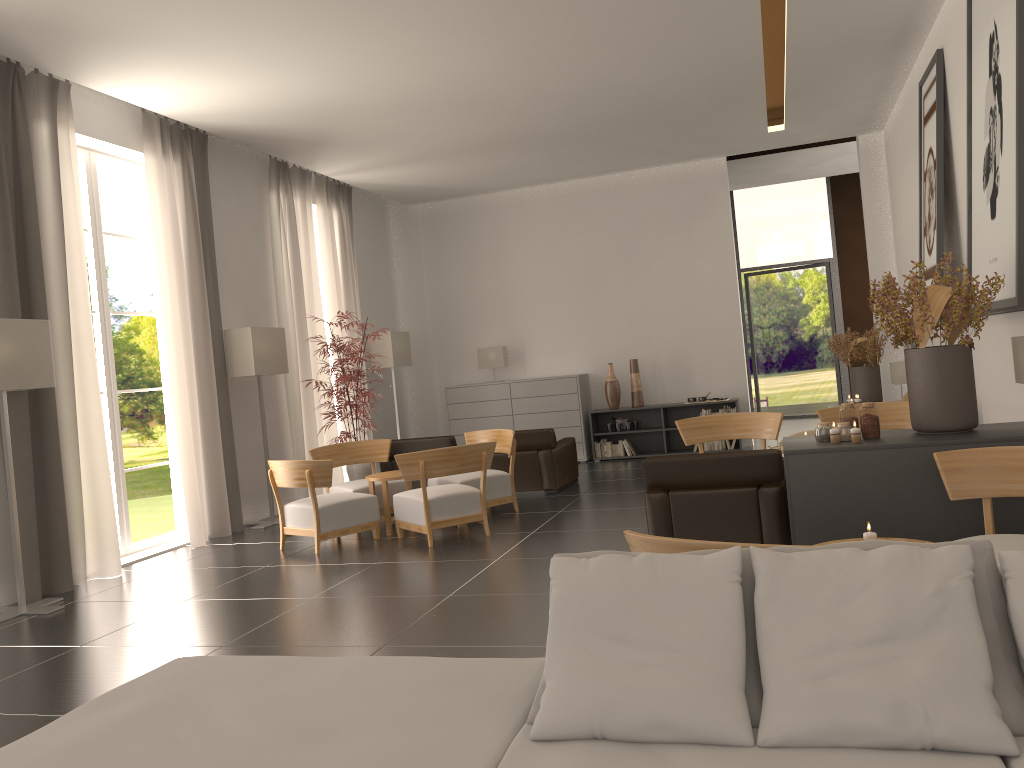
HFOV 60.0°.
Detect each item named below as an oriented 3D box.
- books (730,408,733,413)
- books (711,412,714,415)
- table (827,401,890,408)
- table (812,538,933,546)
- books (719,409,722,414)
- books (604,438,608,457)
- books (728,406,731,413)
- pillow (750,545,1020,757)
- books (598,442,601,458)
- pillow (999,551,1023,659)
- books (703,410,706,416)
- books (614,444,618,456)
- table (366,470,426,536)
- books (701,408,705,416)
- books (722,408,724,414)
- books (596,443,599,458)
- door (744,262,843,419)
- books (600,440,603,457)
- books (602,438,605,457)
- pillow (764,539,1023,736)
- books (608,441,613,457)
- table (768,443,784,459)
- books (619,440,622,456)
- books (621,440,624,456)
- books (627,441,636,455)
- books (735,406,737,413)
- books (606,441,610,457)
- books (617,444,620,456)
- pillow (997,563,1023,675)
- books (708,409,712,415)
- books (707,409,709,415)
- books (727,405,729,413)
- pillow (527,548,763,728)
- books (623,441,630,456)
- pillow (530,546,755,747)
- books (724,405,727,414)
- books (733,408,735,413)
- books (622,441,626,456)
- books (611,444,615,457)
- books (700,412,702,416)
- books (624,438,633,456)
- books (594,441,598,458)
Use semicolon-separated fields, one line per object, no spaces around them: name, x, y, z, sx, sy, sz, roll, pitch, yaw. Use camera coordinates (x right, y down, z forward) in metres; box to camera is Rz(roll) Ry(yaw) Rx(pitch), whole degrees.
books;4.525;0.652;18.200;0.039;0.313;0.246;-5;0;17
books;4.171;0.715;18.350;0.054;0.249;0.167;-5;0;17
table;6.683;0.812;16.215;1.599;0.840;1.601;-5;1;17
table;2.244;1.427;5.400;0.869;0.803;0.870;-5;0;9
books;4.316;0.672;18.265;0.054;0.311;0.244;-5;0;17
books;2.025;1.364;18.983;0.039;0.384;0.233;-5;0;17
books;4.489;0.632;18.229;0.039;0.358;0.210;-5;0;17
pillow;1.274;0.913;3.169;0.801;0.595;0.596;-5;0;17
books;1.902;1.411;19.015;0.039;0.313;0.246;-5;0;17
pillow;2.101;0.845;2.926;0.796;0.580;0.626;-5;0;18
books;3.976;0.698;18.364;0.130;0.322;0.252;-5;0;17
books;2.231;1.413;18.956;0.054;0.249;0.167;-5;0;17
table;-1.615;1.677;12.659;0.869;0.803;0.870;-5;1;39
books;3.942;0.685;18.383;0.138;0.354;0.236;-5;0;17
books;4.362;0.664;18.255;0.039;0.318;0.236;-5;0;17
books;1.862;1.418;19.037;0.048;0.305;0.226;-5;0;17
door;7.919;-1.149;24.999;2.375;4.269;0.100;-5;0;32
books;1.943;1.384;19.020;0.039;0.358;0.210;-5;0;17
books;1.975;1.368;19.005;0.029;0.385;0.220;-5;0;17
pillow;1.377;0.920;3.281;0.918;0.591;0.558;-5;0;17
books;2.111;1.393;18.951;0.054;0.311;0.244;-5;0;17
table;3.527;1.161;10.537;0.797;0.904;0.798;-5;0;39
books;2.332;1.364;18.914;0.054;0.329;0.187;-5;0;17
books;2.358;1.364;18.871;0.019;0.324;0.254;-5;0;17
books;2.541;1.365;18.816;0.142;0.290;0.252;-5;0;17
books;4.601;0.632;18.173;0.022;0.339;0.253;-5;0;17
books;2.066;1.393;18.969;0.039;0.318;0.236;-5;0;17
books;2.285;1.408;18.940;0.054;0.249;0.167;-5;0;17
pillow;2.220;0.883;3.044;0.917;0.510;0.616;-5;1;19
books;4.110;0.681;18.357;0.054;0.329;0.187;-5;0;17
books;4.065;0.688;18.336;0.019;0.324;0.254;-5;0;17
books;4.452;0.622;18.235;0.029;0.385;0.220;-5;0;17
pillow;0.544;0.996;3.539;0.918;0.577;0.549;-5;0;17
books;2.447;1.359;18.845;0.130;0.322;0.252;-5;0;17
pillow;0.498;0.981;3.405;0.801;0.598;0.585;-5;0;16
books;4.398;0.628;18.245;0.039;0.384;0.233;-5;0;17
books;4.571;0.652;18.196;0.048;0.305;0.226;-5;0;17
books;2.381;1.372;18.872;0.017;0.305;0.239;-5;0;17
books;2.179;1.418;18.972;0.054;0.249;0.167;-5;0;17
books;3.886;0.721;18.392;0.142;0.290;0.252;-5;0;17
books;2.483;1.339;18.842;0.138;0.354;0.236;-5;0;17
books;1.821;1.405;19.035;0.022;0.339;0.253;-5;0;17
